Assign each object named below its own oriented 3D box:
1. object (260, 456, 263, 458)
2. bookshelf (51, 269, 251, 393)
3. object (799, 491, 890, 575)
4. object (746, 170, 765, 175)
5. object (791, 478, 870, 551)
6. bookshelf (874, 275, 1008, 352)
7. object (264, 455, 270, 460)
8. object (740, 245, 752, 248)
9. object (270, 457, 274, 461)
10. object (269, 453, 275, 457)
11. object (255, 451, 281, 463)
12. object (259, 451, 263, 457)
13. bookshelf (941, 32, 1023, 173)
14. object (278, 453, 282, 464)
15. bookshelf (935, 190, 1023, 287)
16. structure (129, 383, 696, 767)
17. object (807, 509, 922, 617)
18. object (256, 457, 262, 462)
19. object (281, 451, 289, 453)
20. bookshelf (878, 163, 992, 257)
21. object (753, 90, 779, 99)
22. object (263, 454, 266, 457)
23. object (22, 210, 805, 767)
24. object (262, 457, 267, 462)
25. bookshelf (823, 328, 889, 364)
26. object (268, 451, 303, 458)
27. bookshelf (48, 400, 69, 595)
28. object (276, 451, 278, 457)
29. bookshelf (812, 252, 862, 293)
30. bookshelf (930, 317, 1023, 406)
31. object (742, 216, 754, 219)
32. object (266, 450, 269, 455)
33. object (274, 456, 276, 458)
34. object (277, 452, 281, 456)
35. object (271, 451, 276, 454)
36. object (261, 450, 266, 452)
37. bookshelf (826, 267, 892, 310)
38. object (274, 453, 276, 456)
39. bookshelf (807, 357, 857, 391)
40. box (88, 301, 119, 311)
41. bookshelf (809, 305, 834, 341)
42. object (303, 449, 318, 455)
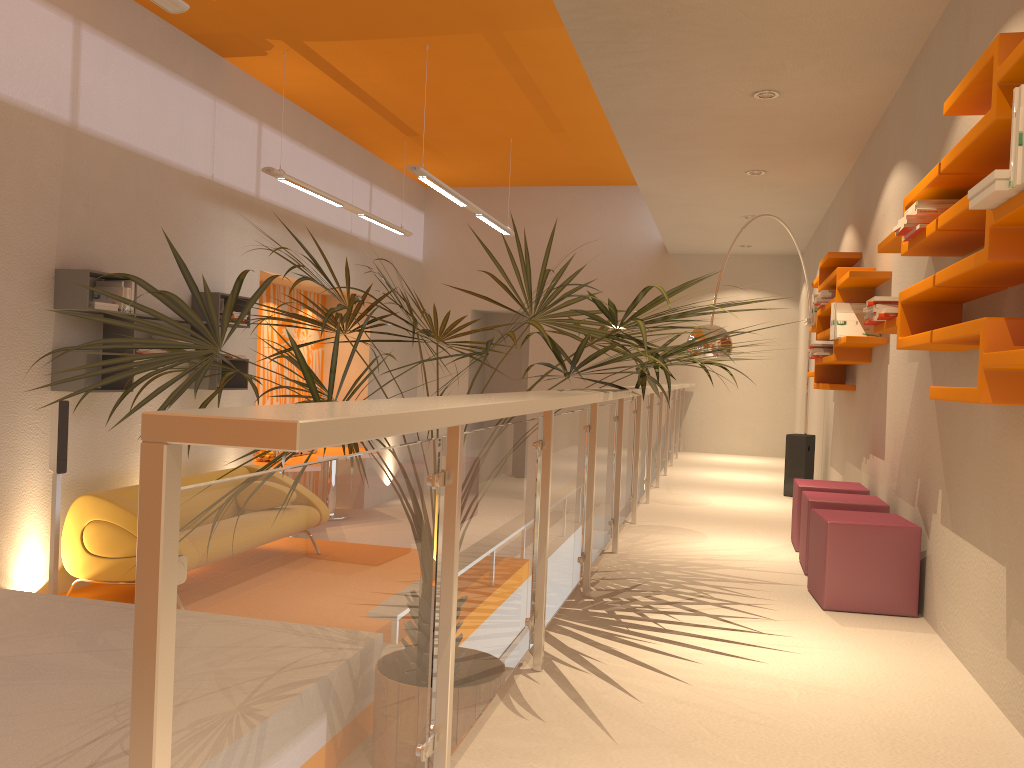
[{"bbox_3d":[-2.488,0.705,8.827,0.051,0.055,0.061,3,1,28],"label":"object"},{"bbox_3d":[-2.613,-0.347,6.678,0.252,0.790,2.000,3,1,14],"label":"bookshelf"},{"bbox_3d":[1.699,0.772,4.564,0.390,0.377,0.390,3,1,14],"label":"object"},{"bbox_3d":[1.914,-1.677,6.958,0.143,0.059,0.143,2,1,-14],"label":"object"},{"bbox_3d":[1.847,0.770,5.172,0.390,0.377,0.390,3,1,14],"label":"object"},{"bbox_3d":[1.581,-0.236,3.364,0.220,0.220,1.150,3,1,14],"label":"bookshelf"},{"bbox_3d":[-2.415,0.723,8.751,0.052,0.053,0.062,2,1,-4],"label":"object"},{"bbox_3d":[2.835,-1.690,10.749,0.143,0.059,0.143,2,1,-14],"label":"object"},{"bbox_3d":[-2.365,0.745,8.754,0.053,0.053,0.061,2,1,4],"label":"object"},{"bbox_3d":[-2.369,0.694,8.745,0.053,0.055,0.060,2,1,2],"label":"object"},{"bbox_3d":[-2.421,0.686,8.817,0.207,0.174,0.189,3,1,14],"label":"object"},{"bbox_3d":[-2.475,0.692,8.769,0.053,0.054,0.061,2,1,5],"label":"object"},{"bbox_3d":[1.325,-0.767,2.208,0.220,0.220,1.150,3,1,14],"label":"bookshelf"},{"bbox_3d":[-2.257,0.729,8.664,0.060,0.106,0.060,2,1,-44],"label":"object"},{"bbox_3d":[1.310,-0.412,2.213,0.220,0.220,1.150,3,1,14],"label":"bookshelf"},{"bbox_3d":[0.989,0.462,6.240,0.195,0.900,11.050,3,1,14],"label":"structure"},{"bbox_3d":[1.539,0.774,3.907,0.390,0.377,0.390,3,1,9],"label":"object"},{"bbox_3d":[-2.503,0.741,8.771,0.053,0.052,0.062,2,1,-2],"label":"object"},{"bbox_3d":[-2.406,0.692,9.410,0.262,0.049,0.349,3,1,14],"label":"object"},{"bbox_3d":[1.596,-0.593,3.359,0.220,0.220,1.150,3,1,14],"label":"bookshelf"},{"bbox_3d":[1.454,-1.671,5.064,0.143,0.059,0.143,2,1,-14],"label":"object"},{"bbox_3d":[-2.457,0.703,8.829,0.051,0.053,0.062,2,1,-33],"label":"object"},{"bbox_3d":[-0.434,0.386,3.737,3.098,2.600,3.241,3,1,22],"label":"object"},{"bbox_3d":[-2.445,0.745,8.782,0.050,0.055,0.061,2,1,4],"label":"object"},{"bbox_3d":[2.076,-0.243,5.401,0.220,0.220,1.150,3,1,14],"label":"bookshelf"},{"bbox_3d":[-2.408,0.741,9.411,0.262,0.049,0.349,3,1,14],"label":"object"},{"bbox_3d":[-3.298,0.341,3.884,0.322,2.145,3.370,3,1,16],"label":"bookshelf"},{"bbox_3d":[-2.257,0.638,8.677,0.101,0.288,0.088,2,1,-16],"label":"object"},{"bbox_3d":[2.378,-0.782,6.541,0.220,0.220,1.150,3,1,14],"label":"bookshelf"},{"bbox_3d":[1.295,-0.054,2.218,0.220,0.220,1.150,3,1,14],"label":"bookshelf"},{"bbox_3d":[2.374,-1.684,8.853,0.143,0.059,0.143,2,1,-14],"label":"object"},{"bbox_3d":[-2.424,0.675,8.782,0.061,0.051,0.055,3,1,43],"label":"object"},{"bbox_3d":[-2.358,0.746,8.814,0.061,0.053,0.053,2,1,1],"label":"object"},{"bbox_3d":[-2.343,0.692,8.866,0.063,0.051,0.053,3,1,17],"label":"object"},{"bbox_3d":[-2.358,0.666,8.785,0.053,0.051,0.063,2,1,4],"label":"object"},{"bbox_3d":[-2.455,0.644,8.760,0.050,0.060,0.059,2,1,-42],"label":"object"},{"bbox_3d":[2.091,-0.600,5.396,0.220,0.220,1.150,3,1,14],"label":"bookshelf"},{"bbox_3d":[-2.380,0.689,8.822,0.064,0.053,0.051,2,1,-39],"label":"object"},{"bbox_3d":[2.348,-0.069,6.551,0.220,0.220,1.150,3,1,14],"label":"bookshelf"},{"bbox_3d":[-2.791,-0.516,5.893,0.232,0.047,0.232,3,1,14],"label":"box"},{"bbox_3d":[2.363,-0.427,6.546,0.220,0.220,1.150,3,1,14],"label":"bookshelf"},{"bbox_3d":[-2.330,0.740,9.757,0.250,0.049,0.349,3,1,14],"label":"object"}]
